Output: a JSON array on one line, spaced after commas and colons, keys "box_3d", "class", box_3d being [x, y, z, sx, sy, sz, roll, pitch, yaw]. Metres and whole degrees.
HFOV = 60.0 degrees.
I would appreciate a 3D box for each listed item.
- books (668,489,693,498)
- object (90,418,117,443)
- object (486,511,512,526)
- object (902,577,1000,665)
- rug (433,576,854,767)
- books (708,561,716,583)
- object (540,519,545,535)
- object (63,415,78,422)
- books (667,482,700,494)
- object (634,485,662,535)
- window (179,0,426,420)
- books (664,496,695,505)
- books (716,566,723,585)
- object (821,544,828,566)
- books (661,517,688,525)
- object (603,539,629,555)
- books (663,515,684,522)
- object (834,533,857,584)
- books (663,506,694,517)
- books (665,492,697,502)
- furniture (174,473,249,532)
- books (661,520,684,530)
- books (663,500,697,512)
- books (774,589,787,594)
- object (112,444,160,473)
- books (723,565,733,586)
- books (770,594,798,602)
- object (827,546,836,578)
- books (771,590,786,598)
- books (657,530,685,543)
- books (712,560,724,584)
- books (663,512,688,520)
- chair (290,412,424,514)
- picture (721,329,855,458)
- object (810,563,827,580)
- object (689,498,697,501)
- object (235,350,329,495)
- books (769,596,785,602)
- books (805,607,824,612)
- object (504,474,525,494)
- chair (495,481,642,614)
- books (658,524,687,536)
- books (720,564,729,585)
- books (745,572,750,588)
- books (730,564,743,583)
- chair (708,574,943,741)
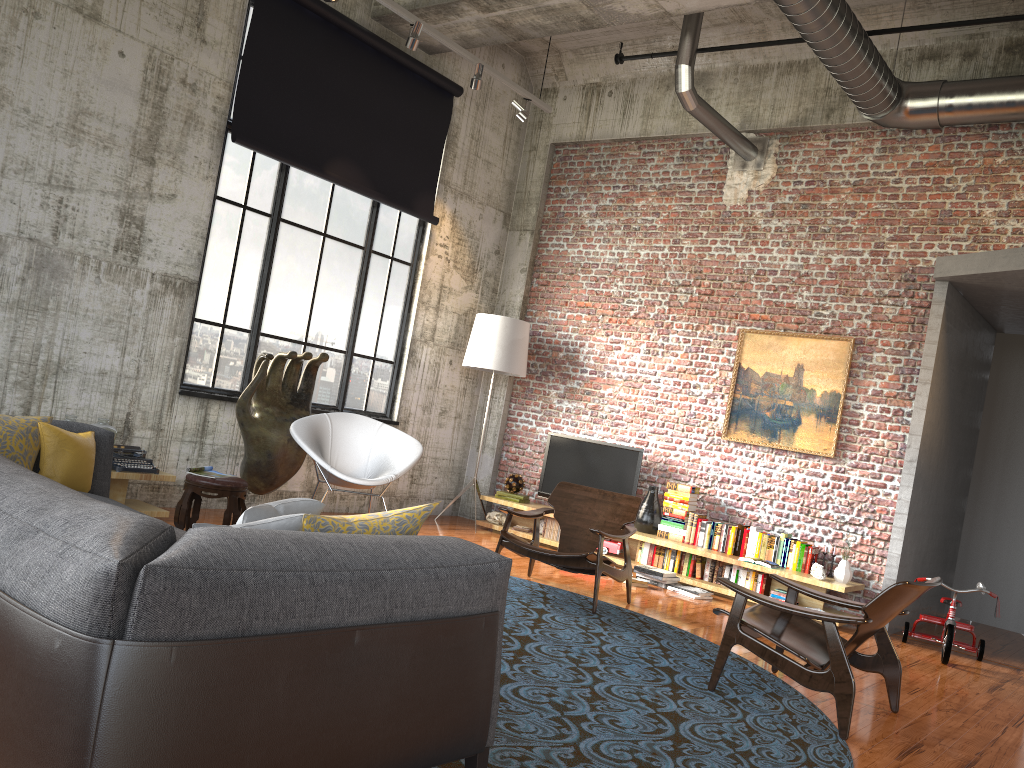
[{"box_3d": [1.618, 1.037, 8.393, 0.230, 0.037, 0.168, 8, -3, 38], "class": "books"}, {"box_3d": [-2.929, 0.426, 6.293, 0.162, 0.361, 0.163, 10, -1, 41], "class": "object"}, {"box_3d": [-0.131, 1.429, 9.427, 0.183, 0.133, 0.273, 11, -2, -43], "class": "object"}, {"box_3d": [4.968, 1.832, 0.468, 20.779, 0.657, 8.796, 8, -3, 38], "class": "object"}, {"box_3d": [-0.772, 1.287, 4.643, 4.848, 0.009, 4.846, 10, -2, -6], "class": "rug"}, {"box_3d": [1.828, 1.692, 7.986, 0.043, 0.186, 0.143, 10, -1, 38], "class": "books"}, {"box_3d": [0.325, 1.483, 9.191, 0.168, 0.172, 0.068, 9, -1, 39], "class": "object"}, {"box_3d": [-3.069, 0.394, 6.111, 0.162, 0.361, 0.163, 10, -1, 36], "class": "object"}, {"box_3d": [1.629, 0.987, 8.401, 0.259, 0.066, 0.198, 8, -2, 38], "class": "books"}, {"box_3d": [1.339, 1.215, 8.594, 0.268, 0.455, 0.267, 10, -1, -21], "class": "object"}, {"box_3d": [-1.745, -1.436, 8.306, 0.050, 3.434, 2.587, 10, -1, 38], "class": "window"}, {"box_3d": [1.596, 1.104, 8.392, 0.253, 0.034, 0.183, 8, -3, 38], "class": "books"}, {"box_3d": [1.876, 1.714, 7.934, 0.036, 0.156, 0.109, 10, -1, 38], "class": "books"}, {"box_3d": [2.695, 1.515, 7.655, 0.057, 0.272, 0.057, 10, 0, -2], "class": "object"}, {"box_3d": [1.562, 1.299, 8.389, 0.250, 0.026, 0.160, 8, -3, 38], "class": "books"}, {"box_3d": [0.827, 1.548, 8.677, 0.598, 0.174, 0.244, 9, -2, 30], "class": "object"}, {"box_3d": [1.567, 1.274, 8.390, 0.223, 0.027, 0.162, 8, -3, 38], "class": "books"}, {"box_3d": [2.770, 1.429, 7.348, 0.197, 0.445, 0.234, 10, -1, 26], "class": "object"}, {"box_3d": [1.580, 1.208, 8.392, 0.245, 0.057, 0.171, 8, -2, 38], "class": "books"}, {"box_3d": [1.599, 1.069, 8.389, 0.253, 0.034, 0.183, 8, -3, 38], "class": "books"}, {"box_3d": [-2.079, 0.868, 6.148, 0.432, 0.477, 0.432, 10, -1, -7], "class": "furniture"}, {"box_3d": [1.557, 1.334, 8.399, 0.239, 0.045, 0.175, 8, -3, 38], "class": "books"}, {"box_3d": [1.591, 1.151, 8.392, 0.258, 0.060, 0.180, 8, -2, 38], "class": "books"}, {"box_3d": [2.324, 1.770, 7.535, 0.154, 0.019, 0.109, 8, -3, 38], "class": "books"}, {"box_3d": [-2.841, 0.554, 6.566, 0.381, 0.153, 0.425, 9, -2, 38], "class": "object"}, {"box_3d": [1.938, 1.709, 7.899, 0.043, 0.186, 0.129, 10, -1, 38], "class": "books"}, {"box_3d": [2.315, 1.815, 7.533, 0.214, 0.025, 0.149, 9, -2, 23], "class": "books"}, {"box_3d": [2.748, 1.522, 7.595, 0.057, 0.272, 0.057, 10, 0, -2], "class": "object"}, {"box_3d": [2.318, 1.791, 7.537, 0.191, 0.024, 0.132, 8, -3, 43], "class": "books"}, {"box_3d": [1.548, 1.442, 8.399, 0.283, 0.066, 0.198, 8, -2, 38], "class": "books"}, {"box_3d": [1.853, 1.676, 7.951, 0.033, 0.224, 0.106, 10, -1, 38], "class": "books"}, {"box_3d": [1.570, 1.248, 8.387, 0.223, 0.026, 0.162, 8, -3, 38], "class": "books"}, {"box_3d": [-1.256, 0.760, 6.920, 1.058, 1.030, 0.806, 10, -1, -13], "class": "chair"}, {"box_3d": [2.497, 0.062, 8.092, 1.062, 1.064, 0.040, 9, -1, 38], "class": "picture"}, {"box_3d": [2.551, 1.560, 7.360, 0.123, 0.123, 0.251, 10, -2, -7], "class": "object"}, {"box_3d": [1.599, 1.069, 8.389, 0.248, 0.031, 0.179, 8, -3, 38], "class": "object"}, {"box_3d": [-2.010, 0.314, 7.444, 0.730, 1.296, 0.455, 11, -1, -40], "class": "object"}, {"box_3d": [2.311, 1.841, 7.533, 0.214, 0.026, 0.149, 8, -3, 38], "class": "books"}, {"box_3d": [2.493, 1.869, 7.348, 0.169, 0.023, 0.230, 11, -2, -32], "class": "books"}, {"box_3d": [0.030, 1.068, 9.483, 0.214, 0.207, 0.217, 9, -1, 27], "class": "object"}, {"box_3d": [0.423, 1.167, 6.570, 0.873, 0.793, 1.046, 9, -2, 28], "class": "chair"}, {"box_3d": [1.554, 1.383, 8.391, 0.290, 0.053, 0.177, 8, -2, 38], "class": "books"}, {"box_3d": [1.911, 1.707, 7.923, 0.028, 0.182, 0.120, 10, -1, 38], "class": "books"}, {"box_3d": [2.088, 1.737, 7.782, 0.028, 0.174, 0.127, 10, -1, 38], "class": "books"}, {"box_3d": [1.990, 1.700, 7.863, 0.040, 0.219, 0.133, 10, -1, 38], "class": "books"}, {"box_3d": [1.646, 1.315, 4.729, 1.040, 0.793, 0.878, 9, -2, 39], "class": "chair"}]
